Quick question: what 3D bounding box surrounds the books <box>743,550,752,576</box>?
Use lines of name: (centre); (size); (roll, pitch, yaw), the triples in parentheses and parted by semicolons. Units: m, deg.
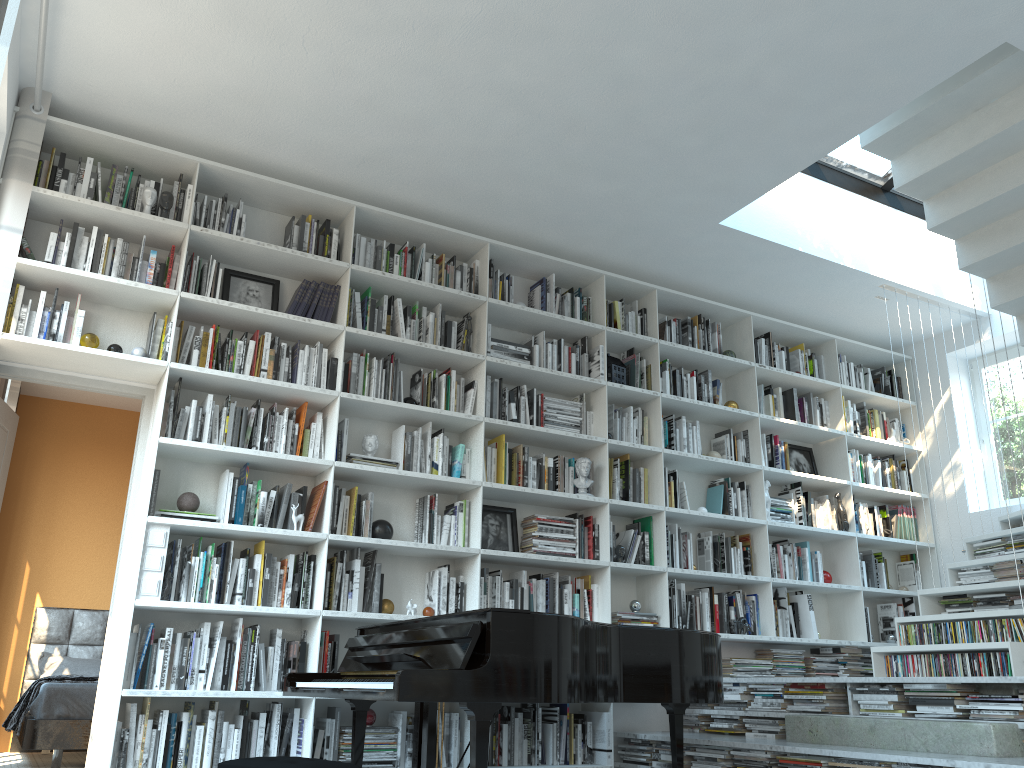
books: (1.501, 1.195, 5.837); (0.016, 0.180, 0.190); (11, -21, -27)

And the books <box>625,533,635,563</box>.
books: (0.665, 1.022, 5.416); (0.089, 0.209, 0.176); (11, -21, -27)

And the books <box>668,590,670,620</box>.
books: (0.914, 1.400, 5.456); (0.012, 0.253, 0.161); (11, -21, -27)

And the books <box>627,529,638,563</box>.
books: (0.696, 1.019, 5.452); (0.094, 0.237, 0.150); (11, -21, -27)

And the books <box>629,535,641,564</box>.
books: (0.711, 1.039, 5.453); (0.091, 0.204, 0.169); (11, -21, -27)

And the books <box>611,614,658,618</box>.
books: (0.705, 1.384, 5.274); (0.285, 0.012, 0.160); (10, -21, -23)

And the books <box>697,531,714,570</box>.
books: (1.261, 1.110, 5.771); (0.016, 0.288, 0.132); (11, -21, -27)

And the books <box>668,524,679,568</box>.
books: (0.990, 1.043, 5.599); (0.014, 0.296, 0.175); (11, -21, -27)

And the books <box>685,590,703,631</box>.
books: (1.136, 1.437, 5.573); (0.014, 0.267, 0.172); (11, -21, -27)

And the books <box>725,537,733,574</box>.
books: (1.364, 1.136, 5.782); (0.018, 0.250, 0.184); (11, -21, -27)

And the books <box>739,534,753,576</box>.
books: (1.533, 1.150, 5.882); (0.007, 0.294, 0.162); (11, -21, -27)

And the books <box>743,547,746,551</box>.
books: (1.502, 1.193, 5.871); (0.016, 0.204, 0.142); (11, -21, -27)

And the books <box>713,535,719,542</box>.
books: (1.294, 1.125, 5.770); (0.015, 0.261, 0.150); (11, -21, -27)

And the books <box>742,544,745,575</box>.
books: (1.473, 1.174, 5.858); (0.021, 0.231, 0.155); (11, -21, -27)

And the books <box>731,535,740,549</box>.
books: (1.438, 1.143, 5.834); (0.006, 0.273, 0.173); (11, -21, -27)

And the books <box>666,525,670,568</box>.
books: (0.937, 1.039, 5.572); (0.005, 0.282, 0.159); (11, -21, -27)

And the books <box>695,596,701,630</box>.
books: (1.118, 1.454, 5.561); (0.024, 0.227, 0.160); (11, -21, -27)

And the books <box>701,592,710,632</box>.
books: (1.169, 1.447, 5.577); (0.025, 0.251, 0.182); (11, -21, -27)

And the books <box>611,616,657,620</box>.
books: (0.709, 1.393, 5.262); (0.254, 0.012, 0.161); (11, -21, -27)

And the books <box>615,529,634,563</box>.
books: (0.653, 1.009, 5.408); (0.095, 0.227, 0.190); (11, -21, -27)

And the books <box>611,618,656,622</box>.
books: (0.704, 1.408, 5.268); (0.254, 0.012, 0.161); (9, -21, -22)

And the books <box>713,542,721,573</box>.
books: (1.287, 1.140, 5.744); (0.016, 0.215, 0.178); (11, -21, -27)

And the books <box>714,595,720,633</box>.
books: (1.236, 1.464, 5.610); (0.031, 0.243, 0.185); (11, -21, -27)

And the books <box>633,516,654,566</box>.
books: (0.816, 0.997, 5.519); (0.014, 0.323, 0.183); (11, -21, -27)

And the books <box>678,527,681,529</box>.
books: (1.025, 1.063, 5.639); (0.006, 0.284, 0.160); (11, -21, -27)

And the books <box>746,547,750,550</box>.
books: (1.519, 1.194, 5.870); (0.013, 0.203, 0.159); (11, -21, -27)

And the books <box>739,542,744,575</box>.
books: (1.448, 1.166, 5.831); (0.018, 0.228, 0.182); (11, -21, -27)

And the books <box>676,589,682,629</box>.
books: (0.980, 1.405, 5.471); (0.023, 0.255, 0.178); (11, -21, -27)

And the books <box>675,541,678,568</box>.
books: (0.977, 1.093, 5.577); (0.013, 0.185, 0.184); (11, -21, -27)

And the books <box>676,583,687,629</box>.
books: (1.004, 1.392, 5.488); (0.030, 0.293, 0.189); (11, -21, -27)

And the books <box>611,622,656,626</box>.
books: (0.704, 1.430, 5.258); (0.254, 0.012, 0.161); (9, -21, -21)

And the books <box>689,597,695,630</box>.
books: (1.080, 1.449, 5.533); (0.011, 0.216, 0.176); (11, -21, -27)

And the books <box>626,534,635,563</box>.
books: (0.681, 1.030, 5.442); (0.090, 0.211, 0.143); (11, -21, -27)

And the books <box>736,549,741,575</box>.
books: (1.428, 1.183, 5.811); (0.019, 0.182, 0.191); (11, -21, -27)

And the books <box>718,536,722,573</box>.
books: (1.305, 1.128, 5.774); (0.008, 0.258, 0.159); (11, -21, -27)

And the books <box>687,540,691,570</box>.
books: (1.071, 1.104, 5.637); (0.014, 0.206, 0.181); (11, -21, -27)

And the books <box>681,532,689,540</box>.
books: (1.081, 1.083, 5.656); (0.014, 0.260, 0.142); (11, -21, -27)

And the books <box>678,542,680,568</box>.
books: (0.998, 1.095, 5.608); (0.013, 0.202, 0.167); (11, -21, -27)

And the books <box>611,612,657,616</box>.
books: (0.708, 1.371, 5.272); (0.254, 0.012, 0.161); (8, -20, -19)

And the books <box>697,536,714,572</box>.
books: (1.252, 1.122, 5.747); (0.019, 0.251, 0.130); (11, -21, -27)

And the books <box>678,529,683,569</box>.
books: (1.015, 1.064, 5.614); (0.012, 0.266, 0.183); (11, -21, -27)

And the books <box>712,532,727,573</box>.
books: (1.341, 1.125, 5.804); (0.007, 0.284, 0.160); (11, -21, -27)

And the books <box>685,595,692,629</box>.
books: (1.047, 1.436, 5.517); (0.065, 0.230, 0.162); (11, -21, -27)

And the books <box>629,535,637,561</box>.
books: (0.695, 1.034, 5.458); (0.090, 0.214, 0.139); (11, -21, -27)

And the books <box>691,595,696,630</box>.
books: (1.093, 1.447, 5.553); (0.029, 0.234, 0.142); (11, -21, -27)

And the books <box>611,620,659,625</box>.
books: (0.705, 1.418, 5.260); (0.285, 0.012, 0.160); (10, -21, -24)

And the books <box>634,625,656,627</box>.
books: (0.703, 1.442, 5.257); (0.285, 0.012, 0.160); (9, -21, -22)

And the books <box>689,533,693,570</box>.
books: (1.092, 1.090, 5.661); (0.013, 0.250, 0.173); (11, -21, -27)

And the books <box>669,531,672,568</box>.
books: (0.943, 1.058, 5.573); (0.013, 0.248, 0.165); (11, -21, -27)

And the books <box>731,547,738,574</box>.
books: (1.411, 1.176, 5.809); (0.015, 0.194, 0.176); (11, -21, -27)

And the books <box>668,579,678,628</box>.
books: (0.954, 1.371, 5.466); (0.010, 0.315, 0.187); (11, -21, -27)

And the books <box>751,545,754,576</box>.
books: (1.550, 1.196, 5.905); (0.009, 0.223, 0.146); (11, -21, -27)

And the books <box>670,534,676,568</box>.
books: (0.959, 1.068, 5.566); (0.011, 0.225, 0.188); (11, -21, -27)

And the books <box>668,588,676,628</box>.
books: (0.940, 1.394, 5.449); (0.023, 0.261, 0.187); (11, -21, -27)

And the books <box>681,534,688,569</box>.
books: (1.056, 1.088, 5.638); (0.015, 0.237, 0.177); (11, -21, -27)

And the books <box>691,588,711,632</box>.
books: (1.198, 1.444, 5.617); (0.012, 0.284, 0.160); (11, -21, -27)

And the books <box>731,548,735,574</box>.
books: (1.380, 1.172, 5.779); (0.018, 0.181, 0.182); (11, -21, -27)

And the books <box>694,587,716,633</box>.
books: (1.219, 1.437, 5.605); (0.012, 0.292, 0.175); (11, -21, -27)
